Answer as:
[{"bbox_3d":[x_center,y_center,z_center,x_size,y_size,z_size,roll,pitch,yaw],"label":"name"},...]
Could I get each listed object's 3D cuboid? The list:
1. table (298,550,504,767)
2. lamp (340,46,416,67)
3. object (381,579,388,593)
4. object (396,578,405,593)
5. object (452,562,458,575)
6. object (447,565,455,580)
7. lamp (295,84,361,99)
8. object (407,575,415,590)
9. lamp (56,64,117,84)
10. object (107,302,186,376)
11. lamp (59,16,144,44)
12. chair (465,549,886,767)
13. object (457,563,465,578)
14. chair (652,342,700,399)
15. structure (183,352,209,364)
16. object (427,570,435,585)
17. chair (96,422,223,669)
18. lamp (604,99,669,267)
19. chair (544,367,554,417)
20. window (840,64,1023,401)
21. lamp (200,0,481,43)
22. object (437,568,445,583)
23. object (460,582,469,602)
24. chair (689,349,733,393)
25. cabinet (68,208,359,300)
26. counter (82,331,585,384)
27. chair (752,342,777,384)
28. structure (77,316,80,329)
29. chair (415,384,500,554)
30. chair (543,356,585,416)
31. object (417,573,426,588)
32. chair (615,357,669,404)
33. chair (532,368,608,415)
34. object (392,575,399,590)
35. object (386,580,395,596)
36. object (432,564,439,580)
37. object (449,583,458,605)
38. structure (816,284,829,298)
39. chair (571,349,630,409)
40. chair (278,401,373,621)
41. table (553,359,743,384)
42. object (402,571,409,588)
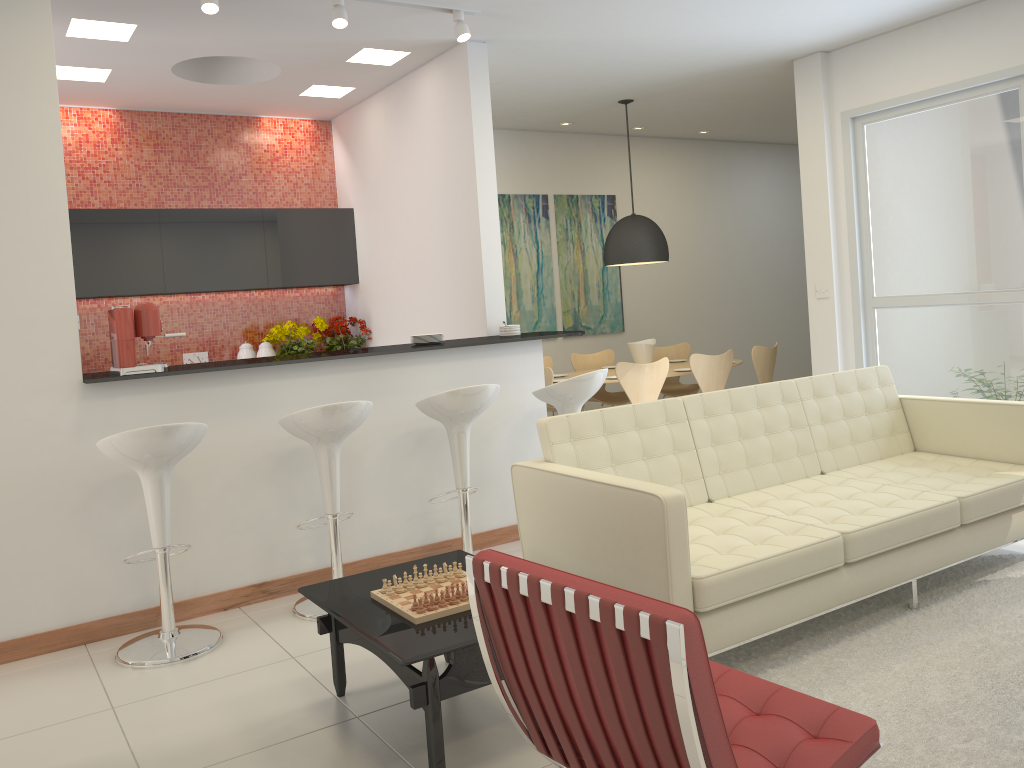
[{"bbox_3d":[-0.248,0.947,3.100,0.703,0.421,0.917,-7,5,-32],"label":"table"},{"bbox_3d":[-0.933,-2.291,6.161,0.409,0.034,0.408,-7,6,-32],"label":"lamp"},{"bbox_3d":[-0.445,0.707,3.103,0.030,0.044,0.030,-5,3,-24],"label":"object"},{"bbox_3d":[-0.390,0.701,3.091,0.030,0.049,0.030,-5,3,-24],"label":"object"},{"bbox_3d":[-0.209,0.677,3.252,0.030,0.044,0.030,-5,3,-24],"label":"object"},{"bbox_3d":[-0.221,0.680,3.197,0.030,0.049,0.030,-5,3,-24],"label":"object"},{"bbox_3d":[-1.464,-2.329,7.005,0.409,0.034,0.408,-7,6,-32],"label":"lamp"},{"bbox_3d":[-0.356,0.697,3.112,0.030,0.049,0.030,-5,3,-24],"label":"object"},{"bbox_3d":[-2.955,-2.139,6.064,0.409,0.034,0.408,-7,6,-32],"label":"lamp"},{"bbox_3d":[-1.769,-0.227,4.302,0.321,0.336,0.321,-6,4,-32],"label":"object"},{"bbox_3d":[-2.425,-2.101,5.221,0.409,0.034,0.408,-7,6,-32],"label":"lamp"},{"bbox_3d":[0.364,0.795,2.098,0.708,0.815,0.700,-6,4,-37],"label":"chair"},{"bbox_3d":[-0.188,0.675,3.218,0.030,0.049,0.030,-5,3,-24],"label":"object"},{"bbox_3d":[1.629,0.056,8.898,0.521,0.905,0.517,-4,3,-8],"label":"chair"},{"bbox_3d":[-2.617,-0.210,7.329,0.199,0.099,0.016,-7,3,-32],"label":"structure"},{"bbox_3d":[-0.289,0.688,3.155,0.030,0.049,0.030,-5,3,-24],"label":"object"},{"bbox_3d":[-1.546,0.670,3.909,0.458,1.019,0.465,-5,3,-21],"label":"chair"},{"bbox_3d":[1.095,-1.848,8.126,0.595,1.491,0.594,-5,3,-30],"label":"lamp"},{"bbox_3d":[0.278,0.291,7.349,0.521,0.905,0.517,-2,3,42],"label":"chair"},{"bbox_3d":[3.587,-0.682,5.431,0.121,2.708,3.434,-5,4,-32],"label":"window"},{"bbox_3d":[-0.963,-2.057,4.855,1.827,0.199,0.112,-7,4,-32],"label":"lamp"},{"bbox_3d":[-0.255,0.684,3.176,0.030,0.049,0.030,-5,3,-24],"label":"object"},{"bbox_3d":[-0.162,0.690,2.951,0.030,0.064,0.030,-5,3,-24],"label":"object"},{"bbox_3d":[1.629,0.168,7.652,0.522,0.905,0.515,-6,3,-32],"label":"chair"},{"bbox_3d":[-2.812,-1.039,7.020,3.251,0.658,0.352,-7,4,-32],"label":"cabinet"},{"bbox_3d":[-0.860,-0.183,5.076,2.972,0.019,0.736,-7,6,-32],"label":"counter"},{"bbox_3d":[2.177,0.089,8.100,0.515,0.905,0.523,-2,3,41],"label":"chair"},{"bbox_3d":[-3.406,-0.472,6.843,0.114,0.104,0.008,-6,3,-32],"label":"structure"},{"bbox_3d":[-0.260,0.506,4.720,0.458,1.019,0.465,-5,3,-21],"label":"chair"},{"bbox_3d":[0.394,0.211,8.154,0.515,0.905,0.523,-2,3,37],"label":"chair"},{"bbox_3d":[-0.323,0.693,3.133,0.030,0.049,0.030,-5,3,-24],"label":"object"},{"bbox_3d":[1.009,0.244,7.294,0.522,0.905,0.516,-5,3,-25],"label":"chair"},{"bbox_3d":[0.357,0.426,5.112,0.464,1.019,0.458,-2,3,44],"label":"chair"},{"bbox_3d":[-0.412,0.699,3.125,0.030,0.052,0.030,-6,3,-39],"label":"object"},{"bbox_3d":[-0.424,0.706,3.070,0.030,0.049,0.030,-5,3,-24],"label":"object"},{"bbox_3d":[-0.277,0.680,3.210,0.030,0.055,0.030,-5,3,-24],"label":"object"},{"bbox_3d":[-0.196,0.692,2.930,0.030,0.069,0.030,-5,3,-24],"label":"object"},{"bbox_3d":[2.438,-0.730,6.962,0.013,0.104,0.114,-5,4,-32],"label":"structure"},{"bbox_3d":[0.903,0.136,8.584,0.522,0.905,0.516,-5,3,-28],"label":"chair"},{"bbox_3d":[-0.877,0.584,4.331,0.458,1.019,0.465,-5,3,-21],"label":"chair"},{"bbox_3d":[1.224,0.235,8.190,2.268,0.727,1.280,-7,5,-31],"label":"table"},{"bbox_3d":[-0.378,0.693,3.146,0.030,0.055,0.030,-5,3,-24],"label":"object"}]
